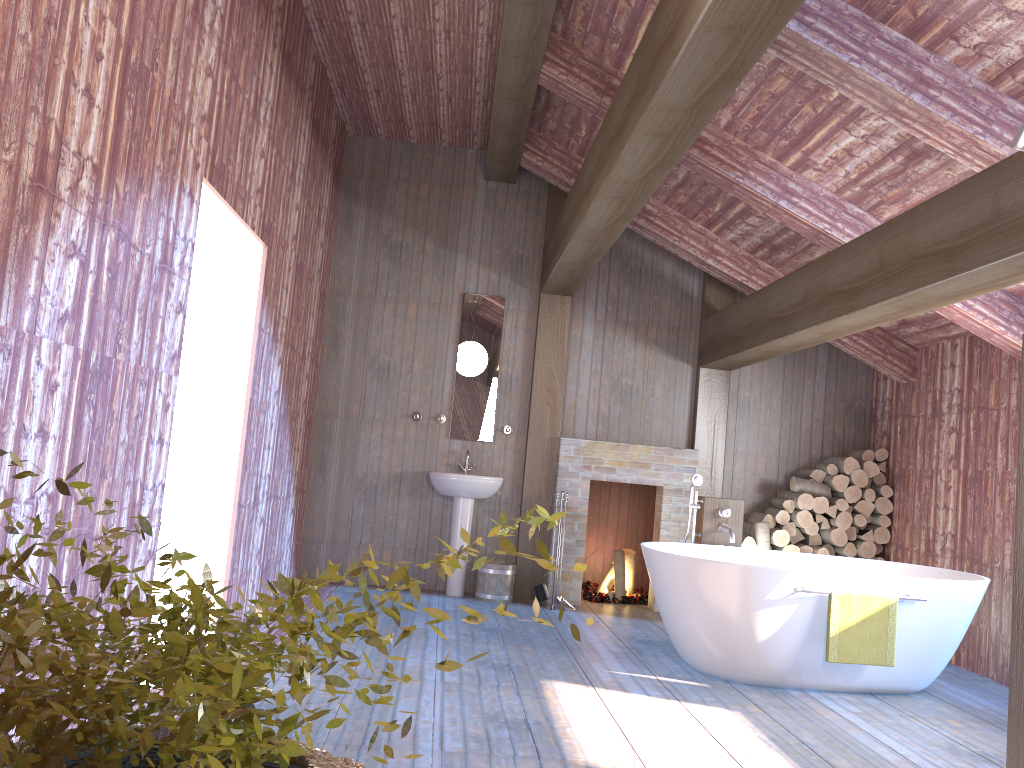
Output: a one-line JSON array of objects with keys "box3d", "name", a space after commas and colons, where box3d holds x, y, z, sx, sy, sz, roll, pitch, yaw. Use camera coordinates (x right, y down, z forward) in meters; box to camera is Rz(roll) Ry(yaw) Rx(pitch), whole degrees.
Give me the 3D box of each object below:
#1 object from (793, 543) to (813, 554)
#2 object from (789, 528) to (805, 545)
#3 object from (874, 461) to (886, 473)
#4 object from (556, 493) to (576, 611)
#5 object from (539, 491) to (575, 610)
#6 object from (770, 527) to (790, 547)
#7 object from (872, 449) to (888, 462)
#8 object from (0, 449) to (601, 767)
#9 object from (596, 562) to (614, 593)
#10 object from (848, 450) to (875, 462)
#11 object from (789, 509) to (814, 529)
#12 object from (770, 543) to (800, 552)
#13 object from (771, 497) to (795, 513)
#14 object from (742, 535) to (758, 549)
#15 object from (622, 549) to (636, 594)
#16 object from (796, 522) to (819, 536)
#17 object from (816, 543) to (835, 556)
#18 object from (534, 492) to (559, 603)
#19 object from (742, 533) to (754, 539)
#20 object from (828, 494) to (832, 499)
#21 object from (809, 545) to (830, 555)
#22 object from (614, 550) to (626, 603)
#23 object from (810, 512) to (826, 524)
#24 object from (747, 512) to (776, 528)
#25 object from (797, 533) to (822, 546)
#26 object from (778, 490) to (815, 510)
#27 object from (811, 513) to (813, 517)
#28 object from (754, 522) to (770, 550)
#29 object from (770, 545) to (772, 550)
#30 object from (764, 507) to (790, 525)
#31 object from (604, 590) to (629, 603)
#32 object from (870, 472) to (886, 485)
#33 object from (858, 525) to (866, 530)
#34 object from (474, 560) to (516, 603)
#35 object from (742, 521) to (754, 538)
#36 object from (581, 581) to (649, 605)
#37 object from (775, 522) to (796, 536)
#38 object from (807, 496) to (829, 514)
[{"box3d": [2.277, 1.321, 7.051, 0.114, 0.120, 0.303, 5, -5, -3], "name": "object"}, {"box3d": [2.240, 1.212, 7.151, 0.128, 0.150, 0.323, 5, -5, -4], "name": "object"}, {"box3d": [2.930, 0.667, 7.204, 0.081, 0.100, 0.281, 5, -5, -4], "name": "object"}, {"box3d": [0.408, 1.272, 6.785, 0.206, 0.871, 0.126, 1, -7, 39], "name": "object"}, {"box3d": [0.329, 1.268, 6.844, 0.276, 0.888, 0.333, 1, -7, 38], "name": "object"}, {"box3d": [2.057, 1.199, 7.042, 0.138, 0.147, 0.440, 5, -5, -3], "name": "object"}, {"box3d": [2.935, 0.581, 7.196, 0.112, 0.113, 0.271, 5, -5, -4], "name": "object"}, {"box3d": [-0.331, 0.581, 0.758, 0.972, 1.073, 0.970, 7, -6, -23], "name": "object"}, {"box3d": [0.831, 1.676, 7.584, 0.221, 0.306, 0.121, 3, -6, 24], "name": "object"}, {"box3d": [2.827, 0.594, 7.186, 0.104, 0.121, 0.270, 5, -5, -3], "name": "object"}, {"box3d": [2.240, 1.061, 7.064, 0.141, 0.143, 0.437, 6, -5, -5], "name": "object"}, {"box3d": [2.134, 1.317, 7.053, 0.139, 0.148, 0.458, 5, -5, -3], "name": "object"}, {"box3d": [2.163, 0.965, 7.077, 0.106, 0.112, 0.282, 5, -5, -3], "name": "object"}, {"box3d": [1.795, 1.257, 7.027, 0.139, 0.137, 0.455, 6, -5, -5], "name": "object"}, {"box3d": [0.992, 1.655, 7.661, 0.140, 0.459, 0.266, 4, -5, 14], "name": "object"}, {"box3d": [2.331, 1.134, 7.063, 0.115, 0.123, 0.291, 5, -5, -3], "name": "object"}, {"box3d": [2.485, 1.337, 7.161, 0.116, 0.118, 0.289, 6, -5, -6], "name": "object"}, {"box3d": [0.263, 1.247, 6.789, 0.136, 0.846, 0.062, 7, -6, -22], "name": "object"}, {"box3d": [1.883, 1.250, 7.132, 0.099, 0.093, 0.280, 5, -5, -3], "name": "object"}, {"box3d": [2.478, 0.892, 7.197, 0.121, 0.124, 0.291, 5, -5, -3], "name": "object"}, {"box3d": [2.380, 1.327, 7.054, 0.098, 0.100, 0.437, 6, -5, -5], "name": "object"}, {"box3d": [0.903, 1.611, 7.429, 0.098, 0.434, 0.283, 6, -5, -5], "name": "object"}, {"box3d": [2.410, 1.065, 7.078, 0.088, 0.092, 0.280, 5, -5, -3], "name": "object"}, {"box3d": [1.991, 1.088, 7.087, 0.114, 0.113, 0.301, 6, -5, -6], "name": "object"}, {"box3d": [2.387, 1.241, 7.162, 0.104, 0.127, 0.321, 5, -5, -3], "name": "object"}, {"box3d": [2.264, 0.927, 7.083, 0.135, 0.145, 0.439, 5, -5, -3], "name": "object"}, {"box3d": [2.336, 1.048, 7.059, 0.057, 0.061, 0.156, 6, -5, -4], "name": "object"}, {"box3d": [1.936, 1.214, 6.859, 0.147, 0.298, 0.109, 5, -5, -1], "name": "object"}, {"box3d": [1.978, 1.299, 7.121, 0.121, 0.124, 0.291, 5, -5, -3], "name": "object"}, {"box3d": [2.102, 1.048, 7.050, 0.115, 0.123, 0.291, 5, -5, -3], "name": "object"}, {"box3d": [0.880, 1.774, 7.423, 0.085, 0.084, 0.278, 0, -7, 43], "name": "object"}, {"box3d": [2.914, 0.761, 7.180, 0.107, 0.115, 0.269, 5, -5, -3], "name": "object"}, {"box3d": [2.760, 1.125, 7.089, 0.067, 0.069, 0.177, 5, -5, -4], "name": "object"}, {"box3d": [-0.128, 1.528, 6.866, 0.309, 0.290, 0.308, 5, -5, 6], "name": "object"}, {"box3d": [1.931, 1.172, 7.144, 0.108, 0.113, 0.302, 5, -5, -3], "name": "object"}, {"box3d": [0.873, 1.815, 7.731, 0.829, 0.085, 0.935, 7, -6, -21], "name": "object"}, {"box3d": [2.151, 1.144, 7.062, 0.111, 0.113, 0.301, 6, -5, -4], "name": "object"}, {"box3d": [2.377, 0.952, 7.089, 0.138, 0.147, 0.440, 5, -5, -3], "name": "object"}]
